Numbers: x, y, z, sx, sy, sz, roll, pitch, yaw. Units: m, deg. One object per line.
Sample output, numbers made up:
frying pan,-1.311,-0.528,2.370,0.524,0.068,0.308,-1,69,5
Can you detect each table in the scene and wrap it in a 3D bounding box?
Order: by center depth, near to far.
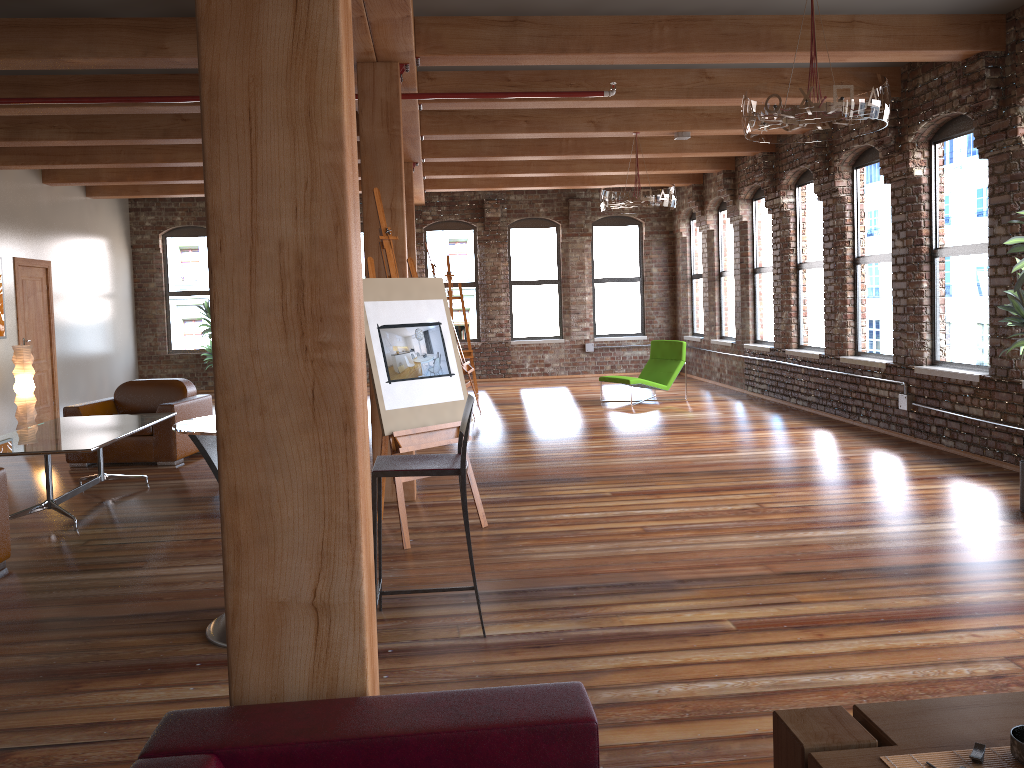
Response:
table,1.451,0.944,1.453,1.750,0.548,0.903,-2,5,-5
table,-1.085,0.616,3.898,0.721,0.922,0.724,-1,4,20
table,-3.171,0.619,6.438,0.939,0.559,1.876,-2,5,-5

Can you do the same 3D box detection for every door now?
door,-6.093,-0.520,11.237,0.226,2.115,1.033,-2,3,-5

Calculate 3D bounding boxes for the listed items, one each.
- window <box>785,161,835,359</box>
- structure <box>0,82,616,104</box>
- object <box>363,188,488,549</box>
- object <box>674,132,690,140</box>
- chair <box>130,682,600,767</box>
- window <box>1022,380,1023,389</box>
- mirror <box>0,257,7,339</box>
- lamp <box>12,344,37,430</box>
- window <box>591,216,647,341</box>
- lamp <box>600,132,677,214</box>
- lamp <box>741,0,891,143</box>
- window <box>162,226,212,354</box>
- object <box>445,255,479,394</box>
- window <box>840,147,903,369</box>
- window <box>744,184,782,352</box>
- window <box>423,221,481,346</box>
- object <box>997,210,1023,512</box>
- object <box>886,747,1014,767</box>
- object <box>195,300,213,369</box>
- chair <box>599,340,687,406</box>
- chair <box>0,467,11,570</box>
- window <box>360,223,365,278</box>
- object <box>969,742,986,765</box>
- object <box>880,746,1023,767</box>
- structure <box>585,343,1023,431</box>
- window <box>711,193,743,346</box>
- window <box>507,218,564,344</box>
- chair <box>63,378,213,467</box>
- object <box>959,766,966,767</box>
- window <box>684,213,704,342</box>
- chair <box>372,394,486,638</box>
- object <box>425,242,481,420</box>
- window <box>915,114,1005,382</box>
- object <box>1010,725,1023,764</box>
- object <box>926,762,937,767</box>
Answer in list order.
window,3.495,-1.433,10.414,0.230,2.210,0.971,-2,3,-5
structure,-2.547,-2.229,6.827,6.809,0.111,0.051,-2,3,-5
object,-0.644,-0.164,5.485,0.685,2.136,0.703,1,4,45
object,1.816,-2.651,9.443,0.145,0.072,0.148,-2,5,-5
chair,-0.219,0.987,1.323,0.865,0.591,1.074,-2,5,-5
window,3.896,-1.032,6.035,0.235,2.210,0.971,-2,3,-5
mirror,-5.921,-0.975,10.020,0.025,0.950,0.696,-2,4,-5
lamp,-5.222,0.121,9.531,0.261,1.111,0.271,1,4,40
window,1.892,-1.890,15.821,0.968,2.213,0.219,-2,3,-5
lamp,1.325,-2.250,9.378,0.809,0.813,0.811,1,5,31
lamp,1.719,-1.853,5.053,0.810,0.813,0.811,1,5,37
window,-5.467,-1.617,15.228,0.968,2.164,0.086,-2,3,-5
object,-0.925,-0.928,13.657,0.662,2.136,0.686,-2,3,-10
window,3.631,-1.299,8.955,0.236,2.210,0.971,-2,3,-5
window,3.364,-1.567,11.871,0.233,2.210,0.971,-2,3,-5
window,-1.052,-1.764,15.557,0.968,2.222,0.221,-2,3,-5
object,3.387,-0.257,5.289,0.966,2.099,1.083,-1,3,8
object,0.864,0.692,1.393,0.332,0.003,0.472,-2,5,-5
object,-4.628,-0.869,14.541,1.081,2.099,0.968,-4,4,-27
chair,1.737,-0.164,11.781,0.957,0.794,0.681,-4,5,-30
chair,-3.320,0.718,4.524,1.064,0.733,0.833,-2,4,-5
window,-2.511,-1.704,15.426,0.968,2.222,0.221,-2,3,-5
object,0.831,0.664,1.580,0.018,0.021,0.059,1,6,37
object,0.865,0.692,1.393,0.352,0.001,0.470,-2,5,-5
structure,3.512,-0.016,9.200,1.634,0.312,13.743,-3,6,-12
window,3.230,-1.700,13.331,0.231,2.210,0.971,-2,3,-5
window,0.412,-1.829,15.689,0.968,2.213,0.219,-2,3,-5
chair,-3.545,0.352,8.474,1.063,0.733,0.833,-1,4,5
object,0.820,0.668,1.489,0.045,0.030,0.153,-4,6,-20
window,3.095,-1.837,14.817,0.232,2.210,0.971,-2,3,-5
chair,-0.375,0.560,3.870,0.467,0.979,0.431,-2,3,-5
object,-0.786,-0.663,10.807,0.685,2.136,0.663,-2,3,5
window,3.762,-1.165,7.494,0.232,2.210,0.971,-2,3,-5
object,0.943,0.649,1.575,0.098,0.043,0.099,0,5,21
object,0.777,0.685,1.452,0.007,0.008,0.271,-3,6,-16
